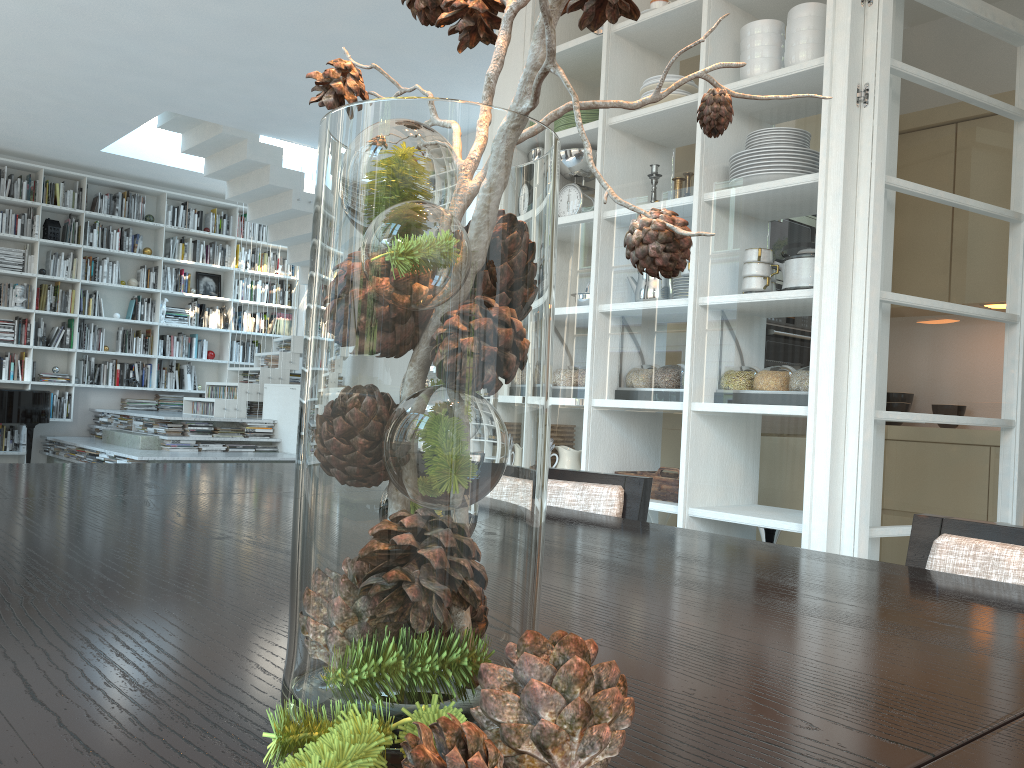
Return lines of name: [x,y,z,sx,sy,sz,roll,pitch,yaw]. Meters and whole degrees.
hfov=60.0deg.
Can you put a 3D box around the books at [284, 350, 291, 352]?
books: [-2.414,-0.355,9.769,0.130,0.014,0.249,4,-2,-28]

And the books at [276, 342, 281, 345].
books: [-2.546,-0.454,10.032,0.190,0.015,0.230,4,-2,-27]

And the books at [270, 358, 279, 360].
books: [-2.479,-0.263,9.456,0.184,0.016,0.179,3,-2,-13]

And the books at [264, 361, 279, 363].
books: [-2.479,-0.227,9.439,0.295,0.006,0.146,3,-2,-7]

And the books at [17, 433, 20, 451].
books: [-5.137,0.599,9.190,0.023,0.182,0.148,4,-1,-41]

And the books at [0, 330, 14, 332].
books: [-5.255,-0.549,9.052,0.285,0.012,0.159,4,-2,-36]

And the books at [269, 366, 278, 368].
books: [-2.485,-0.172,9.459,0.206,0.012,0.183,3,-2,-14]

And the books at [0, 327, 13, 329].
books: [-5.257,-0.573,9.056,0.254,0.012,0.161,5,-2,-44]

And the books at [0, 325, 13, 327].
books: [-5.256,-0.598,9.056,0.254,0.012,0.161,5,-2,-44]

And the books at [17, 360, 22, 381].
books: [-5.111,-0.139,9.175,0.042,0.212,0.169,4,-1,-41]

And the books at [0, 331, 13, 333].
books: [-5.256,-0.537,9.052,0.161,0.012,0.254,1,-2,44]

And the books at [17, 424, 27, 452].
books: [-5.067,0.558,9.159,0.038,0.269,0.277,4,-2,-41]

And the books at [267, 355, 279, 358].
books: [-2.477,-0.288,9.450,0.234,0.025,0.157,3,-2,-4]

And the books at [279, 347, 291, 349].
books: [-2.439,-0.385,9.754,0.191,0.014,0.243,4,-2,-28]

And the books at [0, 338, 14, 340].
books: [-5.260,-0.466,9.050,0.285,0.012,0.159,4,-2,-36]

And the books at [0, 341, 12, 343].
books: [-5.266,-0.430,9.055,0.254,0.012,0.161,4,-2,-39]

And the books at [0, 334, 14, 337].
books: [-5.264,-0.501,9.058,0.285,0.012,0.159,4,-2,-40]

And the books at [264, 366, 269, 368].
books: [-2.606,-0.180,9.702,0.184,0.016,0.128,4,-2,-34]

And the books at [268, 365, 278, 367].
books: [-2.483,-0.184,9.454,0.215,0.013,0.189,3,-2,-9]

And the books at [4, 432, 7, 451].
books: [-5.224,0.588,9.116,0.024,0.191,0.155,4,-1,-41]

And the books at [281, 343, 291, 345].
books: [-2.425,-0.436,9.761,0.174,0.009,0.240,4,-2,-32]

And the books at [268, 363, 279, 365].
books: [-2.482,-0.203,9.452,0.222,0.011,0.180,3,-2,-10]

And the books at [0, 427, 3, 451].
books: [-5.254,0.562,9.095,0.028,0.238,0.140,4,-1,-41]

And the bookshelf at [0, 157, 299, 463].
bookshelf: [-5.153,-0.682,9.063,6.299,3.141,0.330,4,-2,-41]

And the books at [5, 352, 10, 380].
books: [-5.196,-0.186,9.121,0.014,0.293,0.137,4,-1,-41]

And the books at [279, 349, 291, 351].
books: [-2.439,-0.371,9.754,0.182,0.013,0.287,4,-2,-27]

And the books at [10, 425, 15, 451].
books: [-5.166,0.559,9.155,0.013,0.256,0.176,4,-1,-41]

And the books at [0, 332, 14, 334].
books: [-5.256,-0.525,9.051,0.285,0.012,0.159,4,-2,-36]

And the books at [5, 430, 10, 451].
books: [-5.200,0.582,9.123,0.022,0.205,0.191,4,-1,-41]

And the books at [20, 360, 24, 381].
books: [-5.092,-0.140,9.194,0.011,0.216,0.166,4,-1,-41]

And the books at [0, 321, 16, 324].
books: [-5.251,-0.634,9.053,0.159,0.012,0.285,1,-2,44]

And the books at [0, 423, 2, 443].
books: [-5.252,0.522,9.064,0.013,0.317,0.186,4,-1,-41]

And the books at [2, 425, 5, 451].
books: [-5.229,0.553,9.097,0.011,0.258,0.171,4,-1,-41]

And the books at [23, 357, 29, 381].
books: [-5.063,-0.153,9.212,0.033,0.246,0.176,4,-1,-41]

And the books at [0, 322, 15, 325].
books: [-5.256,-0.622,9.058,0.285,0.012,0.159,4,-2,-39]

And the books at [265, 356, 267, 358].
books: [-2.583,-0.287,9.681,0.166,0.017,0.190,4,-2,-38]

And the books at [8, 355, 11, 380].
books: [-5.191,-0.167,9.136,0.014,0.256,0.145,4,-1,-41]

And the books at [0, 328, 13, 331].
books: [-5.258,-0.561,9.056,0.254,0.012,0.161,4,-2,-38]

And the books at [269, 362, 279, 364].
books: [-2.479,-0.216,9.438,0.214,0.014,0.138,3,-2,-14]

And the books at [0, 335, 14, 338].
books: [-5.266,-0.489,9.060,0.285,0.012,0.159,4,-2,-41]

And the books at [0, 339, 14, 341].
books: [-5.267,-0.454,9.057,0.285,0.012,0.159,4,-2,-42]

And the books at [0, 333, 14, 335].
books: [-5.262,-0.513,9.056,0.285,0.012,0.159,4,-2,-39]

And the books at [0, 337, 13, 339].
books: [-5.259,-0.478,9.051,0.161,0.012,0.254,1,-2,44]

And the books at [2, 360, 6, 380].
books: [-5.222,-0.144,9.084,0.023,0.204,0.167,4,-1,-41]

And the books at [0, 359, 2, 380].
books: [-5.251,-0.147,9.060,0.024,0.207,0.183,4,-1,-41]

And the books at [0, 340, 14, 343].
books: [-5.261,-0.442,9.050,0.159,0.012,0.285,1,-2,44]

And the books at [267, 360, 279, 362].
books: [-2.481,-0.235,9.454,0.231,0.011,0.171,3,-2,-5]

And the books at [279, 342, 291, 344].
books: [-2.432,-0.447,9.757,0.191,0.013,0.243,4,-2,-30]

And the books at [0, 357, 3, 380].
books: [-5.243,-0.160,9.081,0.014,0.235,0.154,4,-1,-41]

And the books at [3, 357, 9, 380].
books: [-5.204,-0.157,9.100,0.023,0.234,0.174,4,-1,-41]

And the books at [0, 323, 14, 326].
books: [-5.254,-0.610,9.055,0.161,0.012,0.254,1,-2,45]

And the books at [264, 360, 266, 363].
books: [-2.577,-0.236,9.669,0.178,0.035,0.222,4,-2,-36]

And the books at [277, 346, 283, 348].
books: [-2.545,-0.411,10.033,0.171,0.011,0.231,4,-2,-30]

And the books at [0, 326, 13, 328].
books: [-5.255,-0.585,9.054,0.161,0.012,0.254,1,-2,45]

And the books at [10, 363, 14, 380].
books: [-5.163,-0.129,9.129,0.023,0.183,0.169,4,-1,-41]

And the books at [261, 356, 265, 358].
books: [-2.699,-0.298,9.937,0.157,0.014,0.180,5,-2,-43]

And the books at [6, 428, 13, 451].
books: [-5.188,0.572,9.148,0.028,0.227,0.162,4,-1,-41]

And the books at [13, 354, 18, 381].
books: [-5.143,-0.171,9.162,0.026,0.272,0.175,4,-1,-41]

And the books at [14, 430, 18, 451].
books: [-5.148,0.580,9.164,0.029,0.217,0.191,4,-1,-41]
